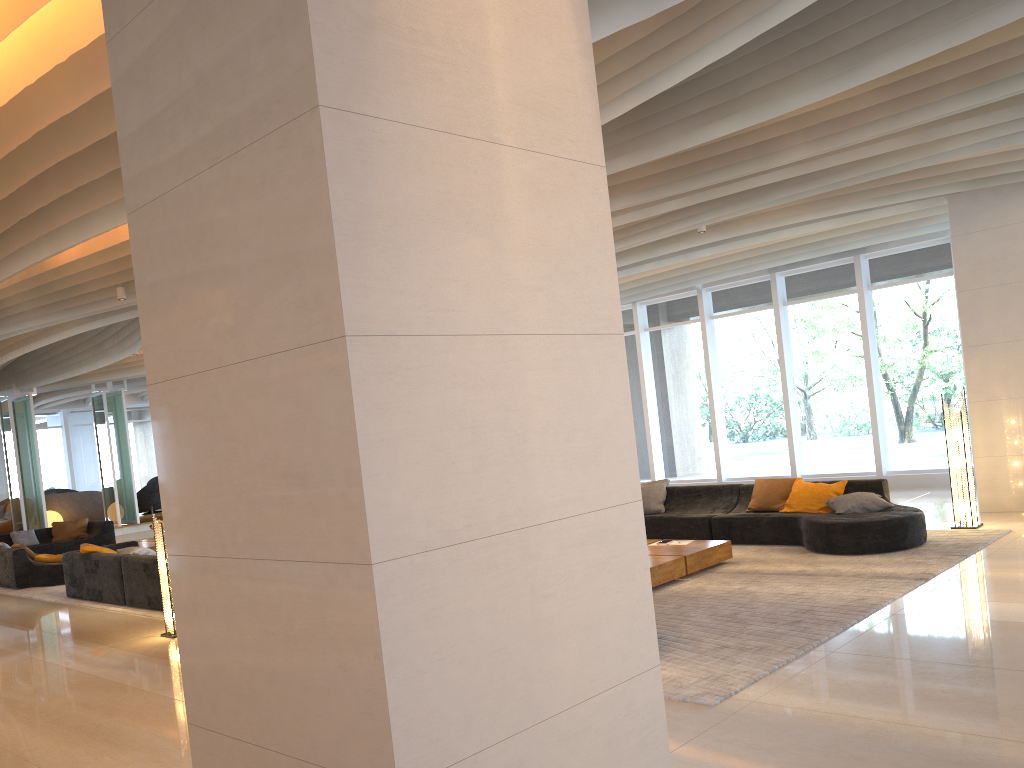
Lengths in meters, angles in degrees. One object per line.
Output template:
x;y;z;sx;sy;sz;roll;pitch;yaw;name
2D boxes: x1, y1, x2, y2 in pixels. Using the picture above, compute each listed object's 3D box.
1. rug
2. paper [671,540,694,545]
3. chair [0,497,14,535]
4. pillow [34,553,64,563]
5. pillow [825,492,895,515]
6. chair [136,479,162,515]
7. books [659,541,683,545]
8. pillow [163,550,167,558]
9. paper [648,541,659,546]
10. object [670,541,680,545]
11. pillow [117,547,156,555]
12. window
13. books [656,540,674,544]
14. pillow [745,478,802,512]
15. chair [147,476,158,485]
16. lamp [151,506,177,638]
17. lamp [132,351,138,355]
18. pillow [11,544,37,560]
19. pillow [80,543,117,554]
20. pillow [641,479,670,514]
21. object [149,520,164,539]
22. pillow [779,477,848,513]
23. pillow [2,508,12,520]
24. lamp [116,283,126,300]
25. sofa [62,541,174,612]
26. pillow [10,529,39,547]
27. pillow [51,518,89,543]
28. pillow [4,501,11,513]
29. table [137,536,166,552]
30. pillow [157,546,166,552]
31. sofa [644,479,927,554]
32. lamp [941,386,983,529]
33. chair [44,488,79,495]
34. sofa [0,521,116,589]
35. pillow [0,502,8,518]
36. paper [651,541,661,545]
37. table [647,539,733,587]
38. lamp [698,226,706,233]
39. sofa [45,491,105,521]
-2.766;2.440;12.151;15.992;0.022;5.591;-9;-3;43;rug
1.678;1.568;8.762;0.183;0.001;0.260;-8;-3;30;paper
-12.574;3.275;21.980;1.499;1.006;1.150;-7;-1;31;chair
-6.762;2.556;13.068;0.413;0.136;0.414;-6;-2;-13;pillow
3.504;1.212;8.966;0.585;0.209;0.440;-6;-2;3;pillow
-10.145;3.135;24.952;1.127;1.006;1.530;-7;-1;16;chair
1.584;1.576;8.812;0.209;0.011;0.183;-8;-3;25;books
-3.269;1.881;9.358;0.632;0.378;0.552;-7;-2;21;pillow
1.506;1.593;8.877;0.194;0.001;0.266;-8;-3;35;paper
1.631;1.567;8.790;0.104;0.014;0.183;-8;-3;25;object
-4.404;2.120;10.554;0.426;0.377;0.578;-5;-2;-44;pillow
-1.457;0.638;16.605;54.222;3.221;22.253;-7;-2;8;window
1.530;1.581;8.869;0.110;0.011;0.183;-8;-3;34;books
2.890;1.241;9.815;0.568;0.374;0.375;-8;-1;42;pillow
-10.651;3.320;27.858;1.538;1.006;1.121;-5;-1;-34;chair
-3.127;1.708;8.165;0.246;1.199;0.253;-6;1;43;lamp
-6.630;-1.259;15.396;0.089;1.507;0.089;-6;1;-2;lamp
-7.160;2.498;13.104;0.333;0.311;0.418;-6;-2;-45;pillow
-5.099;2.162;11.109;0.553;0.378;0.632;-6;-2;-24;pillow
1.628;1.409;11.055;0.632;0.378;0.552;-7;-2;21;pillow
-6.246;2.568;15.623;0.238;0.377;0.264;-6;0;-14;object
3.206;1.204;9.432;0.481;0.403;0.598;-5;-2;-39;pillow
-12.260;3.140;21.841;0.470;0.409;0.497;-5;-1;-44;pillow
-4.571;-1.719;10.192;0.088;1.507;0.090;-6;1;34;lamp
-4.068;2.206;10.336;3.724;0.582;0.955;-9;-3;43;sofa
-9.026;2.864;16.419;0.413;0.312;0.317;-5;-1;-44;pillow
-8.478;2.801;17.021;0.645;0.378;0.541;-6;-2;-25;pillow
-12.470;3.133;22.202;0.600;0.422;0.375;-7;-1;22;pillow
-6.205;2.855;15.425;1.578;0.220;1.623;-9;-3;43;table
-3.671;1.968;9.848;0.450;0.410;0.593;-5;-2;-45;pillow
2.573;1.448;9.940;1.357;0.582;4.126;-5;-3;-40;sofa
4.628;0.760;9.168;0.246;1.452;0.253;-6;1;43;lamp
-12.328;3.372;24.792;1.123;1.006;1.535;-7;-2;26;chair
-7.470;2.754;14.926;5.017;0.653;2.865;-9;-3;44;sofa
-12.868;3.192;22.136;0.619;0.455;0.473;-6;-1;5;pillow
1.512;1.591;8.877;0.183;0.001;0.260;-8;-3;36;paper
1.004;1.745;8.529;1.578;0.220;1.623;-9;-3;43;table
2.070;-2.467;10.039;0.089;1.507;0.089;-6;1;-2;lamp
-11.449;3.246;22.995;2.558;0.901;1.112;-6;-1;3;sofa
